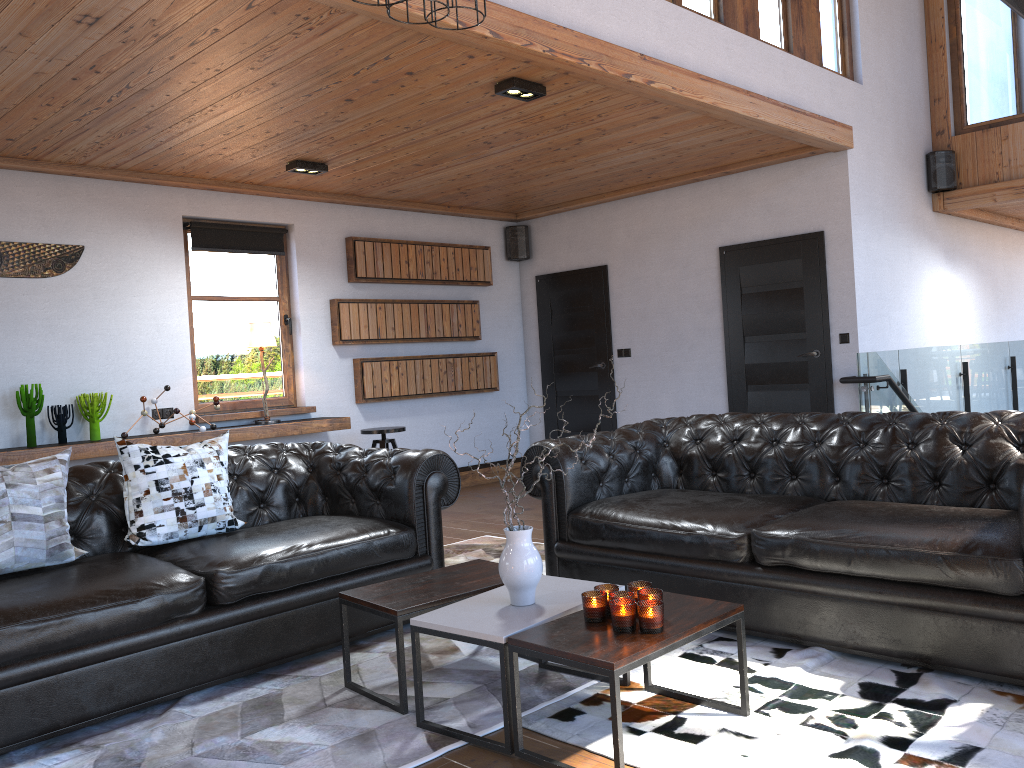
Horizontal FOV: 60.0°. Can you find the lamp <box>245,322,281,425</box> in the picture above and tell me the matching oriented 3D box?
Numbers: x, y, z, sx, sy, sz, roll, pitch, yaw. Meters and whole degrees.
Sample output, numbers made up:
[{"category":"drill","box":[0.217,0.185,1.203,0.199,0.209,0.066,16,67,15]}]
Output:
[{"category":"lamp","box":[-2.078,0.268,7.039,0.625,1.481,0.249,-3,1,36]}]

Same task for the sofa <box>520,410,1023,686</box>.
[{"category":"sofa","box":[1.347,0.571,3.889,2.534,0.838,1.255,-2,1,44]}]

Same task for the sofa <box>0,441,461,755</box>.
[{"category":"sofa","box":[-1.524,0.750,3.697,1.224,0.838,2.598,-3,1,44]}]

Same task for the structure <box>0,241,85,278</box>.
[{"category":"structure","box":[-3.385,-0.810,5.697,0.097,0.240,1.264,-3,1,45]}]

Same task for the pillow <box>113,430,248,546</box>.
[{"category":"pillow","box":[-1.437,0.429,3.870,0.535,0.469,0.280,-4,1,-42]}]

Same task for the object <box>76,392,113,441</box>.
[{"category":"object","box":[-2.861,0.222,6.080,0.198,0.332,0.183,-3,1,4]}]

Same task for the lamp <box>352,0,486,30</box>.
[{"category":"lamp","box":[-0.384,-2.100,2.357,0.258,2.201,0.812,-3,1,36]}]

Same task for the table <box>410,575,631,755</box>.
[{"category":"table","box":[0.044,0.906,2.982,0.395,0.350,0.658,-3,1,40]}]

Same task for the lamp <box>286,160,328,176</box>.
[{"category":"lamp","box":[-1.474,-1.560,6.374,0.153,0.068,0.264,-2,2,45]}]

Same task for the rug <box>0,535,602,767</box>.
[{"category":"rug","box":[-0.793,1.097,3.759,4.095,0.053,2.402,-5,2,-44]}]

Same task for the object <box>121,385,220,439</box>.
[{"category":"object","box":[-2.447,0.180,6.388,0.651,0.349,0.517,-4,1,-18]}]

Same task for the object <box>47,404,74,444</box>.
[{"category":"object","box":[-3.008,0.269,5.911,0.122,0.260,0.130,-3,1,15]}]

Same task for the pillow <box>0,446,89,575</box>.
[{"category":"pillow","box":[-1.921,0.469,3.382,0.535,0.469,0.280,-4,1,-42]}]

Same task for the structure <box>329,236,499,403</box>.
[{"category":"structure","box":[-0.927,-0.594,8.289,0.317,1.445,1.876,-3,1,45]}]

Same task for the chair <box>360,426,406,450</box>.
[{"category":"chair","box":[-1.022,0.720,7.187,0.388,0.721,0.398,-3,1,45]}]

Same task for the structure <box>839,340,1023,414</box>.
[{"category":"structure","box":[8.520,0.109,6.513,9.097,6.397,11.164,-3,1,45]}]

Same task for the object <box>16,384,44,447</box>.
[{"category":"object","box":[-3.115,0.205,5.738,0.145,0.410,0.159,-3,1,14]}]

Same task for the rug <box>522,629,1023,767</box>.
[{"category":"rug","box":[2.183,0.945,2.374,2.462,0.053,3.761,-5,2,-44]}]

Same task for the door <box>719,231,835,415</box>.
[{"category":"door","box":[2.176,-0.157,7.263,0.929,2.055,0.145,-3,1,45]}]

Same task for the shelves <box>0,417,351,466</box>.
[{"category":"shelves","box":[-3.879,0.442,5.024,6.726,0.988,0.605,-5,1,-45]}]

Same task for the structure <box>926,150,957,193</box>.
[{"category":"structure","box":[3.825,-1.892,7.896,0.211,0.349,0.216,-3,1,45]}]

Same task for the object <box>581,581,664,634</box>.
[{"category":"object","box":[0.342,0.678,2.681,0.247,0.081,0.301,-4,1,-7]}]

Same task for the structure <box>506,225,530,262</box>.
[{"category":"structure","box":[0.060,-1.445,9.110,0.211,0.349,0.216,-3,1,45]}]

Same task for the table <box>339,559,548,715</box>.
[{"category":"table","box":[-0.250,0.917,3.324,0.658,0.350,0.395,-4,1,-40]}]

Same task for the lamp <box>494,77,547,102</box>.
[{"category":"lamp","box":[0.046,-1.621,4.864,0.153,0.068,0.264,-2,2,45]}]

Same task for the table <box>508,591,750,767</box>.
[{"category":"table","box":[0.368,0.892,2.695,0.395,0.350,0.658,-3,1,45]}]

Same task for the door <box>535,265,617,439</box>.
[{"category":"door","box":[0.648,-0.096,8.781,0.929,2.055,0.145,-3,1,45]}]

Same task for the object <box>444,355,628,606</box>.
[{"category":"object","box":[0.054,0.326,2.967,0.627,0.808,0.401,-4,1,-34]}]
